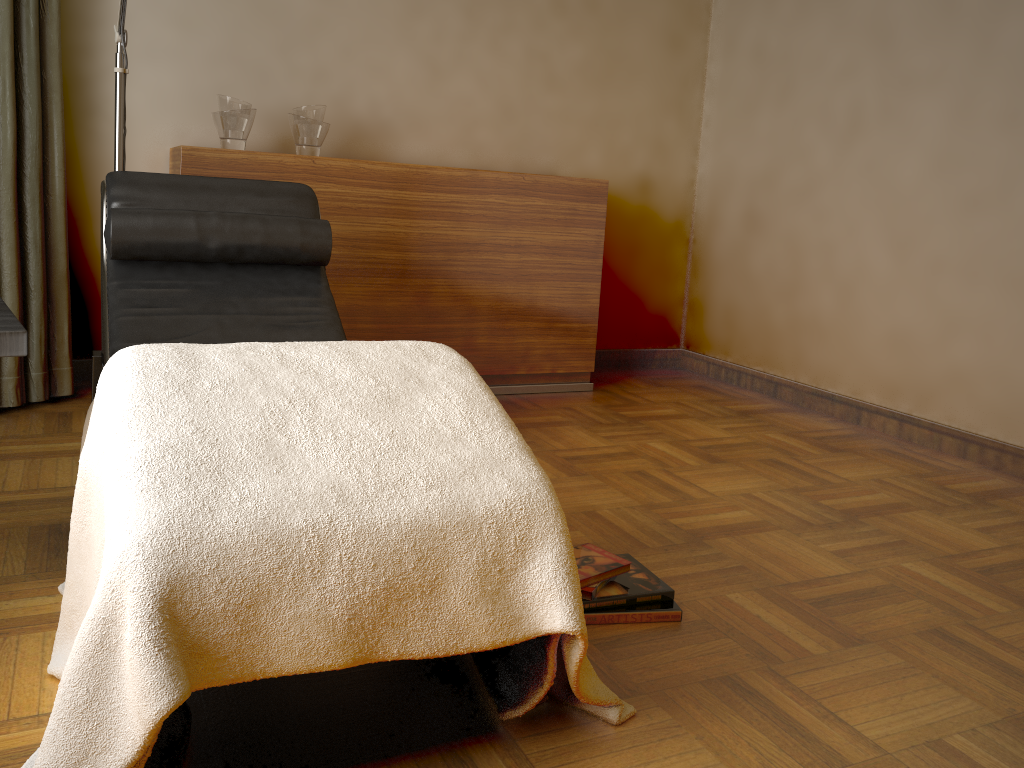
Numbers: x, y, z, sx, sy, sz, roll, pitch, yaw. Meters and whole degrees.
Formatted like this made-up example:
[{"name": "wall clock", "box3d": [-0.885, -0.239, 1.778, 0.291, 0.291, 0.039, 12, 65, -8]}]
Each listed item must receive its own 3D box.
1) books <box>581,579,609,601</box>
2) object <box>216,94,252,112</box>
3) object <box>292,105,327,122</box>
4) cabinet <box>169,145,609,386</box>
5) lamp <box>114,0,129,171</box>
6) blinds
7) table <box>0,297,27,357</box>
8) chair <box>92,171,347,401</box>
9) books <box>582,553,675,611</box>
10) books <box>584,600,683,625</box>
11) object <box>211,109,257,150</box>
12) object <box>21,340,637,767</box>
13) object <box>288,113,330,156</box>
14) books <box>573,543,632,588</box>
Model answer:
[{"name": "books", "box3d": [0.130, 0.381, 1.782, 0.124, 0.018, 0.174, 9, 13, 22]}, {"name": "object", "box3d": [-0.992, -0.948, 3.148, 0.123, 0.148, 0.124, -5, 12, -44]}, {"name": "object", "box3d": [-0.751, -0.957, 3.266, 0.123, 0.148, 0.123, 12, 12, 42]}, {"name": "cabinet", "box3d": [-0.466, -0.442, 3.536, 1.674, 0.852, 0.420, -2, 9, -26]}, {"name": "lamp", "box3d": [-0.724, -0.638, 2.094, 0.451, 1.944, 1.433, 1, 9, -23]}, {"name": "blinds", "box3d": [-1.785, -1.044, 2.243, 0.225, 2.425, 1.546, 6, 9, 18]}, {"name": "table", "box3d": [-1.167, -0.102, 1.538, 0.518, 0.044, 0.505, -4, 14, -34]}, {"name": "chair", "box3d": [-0.565, -0.050, 1.942, 0.636, 0.788, 1.812, -1, 12, -26]}, {"name": "books", "box3d": [0.165, 0.401, 1.790, 0.264, 0.020, 0.192, -1, 13, -22]}, {"name": "books", "box3d": [0.173, 0.425, 1.778, 0.280, 0.022, 0.203, 1, 12, -12]}, {"name": "object", "box3d": [-0.994, -0.910, 3.152, 0.156, 0.152, 0.157, 7, 10, 20]}, {"name": "object", "box3d": [-0.358, 0.209, 1.482, 0.917, 0.514, 0.921, -1, 12, -26]}, {"name": "object", "box3d": [-0.754, -0.919, 3.271, 0.156, 0.152, 0.157, -3, 11, -36]}, {"name": "books", "box3d": [0.137, 0.365, 1.774, 0.173, 0.018, 0.125, -7, 16, -41]}]
